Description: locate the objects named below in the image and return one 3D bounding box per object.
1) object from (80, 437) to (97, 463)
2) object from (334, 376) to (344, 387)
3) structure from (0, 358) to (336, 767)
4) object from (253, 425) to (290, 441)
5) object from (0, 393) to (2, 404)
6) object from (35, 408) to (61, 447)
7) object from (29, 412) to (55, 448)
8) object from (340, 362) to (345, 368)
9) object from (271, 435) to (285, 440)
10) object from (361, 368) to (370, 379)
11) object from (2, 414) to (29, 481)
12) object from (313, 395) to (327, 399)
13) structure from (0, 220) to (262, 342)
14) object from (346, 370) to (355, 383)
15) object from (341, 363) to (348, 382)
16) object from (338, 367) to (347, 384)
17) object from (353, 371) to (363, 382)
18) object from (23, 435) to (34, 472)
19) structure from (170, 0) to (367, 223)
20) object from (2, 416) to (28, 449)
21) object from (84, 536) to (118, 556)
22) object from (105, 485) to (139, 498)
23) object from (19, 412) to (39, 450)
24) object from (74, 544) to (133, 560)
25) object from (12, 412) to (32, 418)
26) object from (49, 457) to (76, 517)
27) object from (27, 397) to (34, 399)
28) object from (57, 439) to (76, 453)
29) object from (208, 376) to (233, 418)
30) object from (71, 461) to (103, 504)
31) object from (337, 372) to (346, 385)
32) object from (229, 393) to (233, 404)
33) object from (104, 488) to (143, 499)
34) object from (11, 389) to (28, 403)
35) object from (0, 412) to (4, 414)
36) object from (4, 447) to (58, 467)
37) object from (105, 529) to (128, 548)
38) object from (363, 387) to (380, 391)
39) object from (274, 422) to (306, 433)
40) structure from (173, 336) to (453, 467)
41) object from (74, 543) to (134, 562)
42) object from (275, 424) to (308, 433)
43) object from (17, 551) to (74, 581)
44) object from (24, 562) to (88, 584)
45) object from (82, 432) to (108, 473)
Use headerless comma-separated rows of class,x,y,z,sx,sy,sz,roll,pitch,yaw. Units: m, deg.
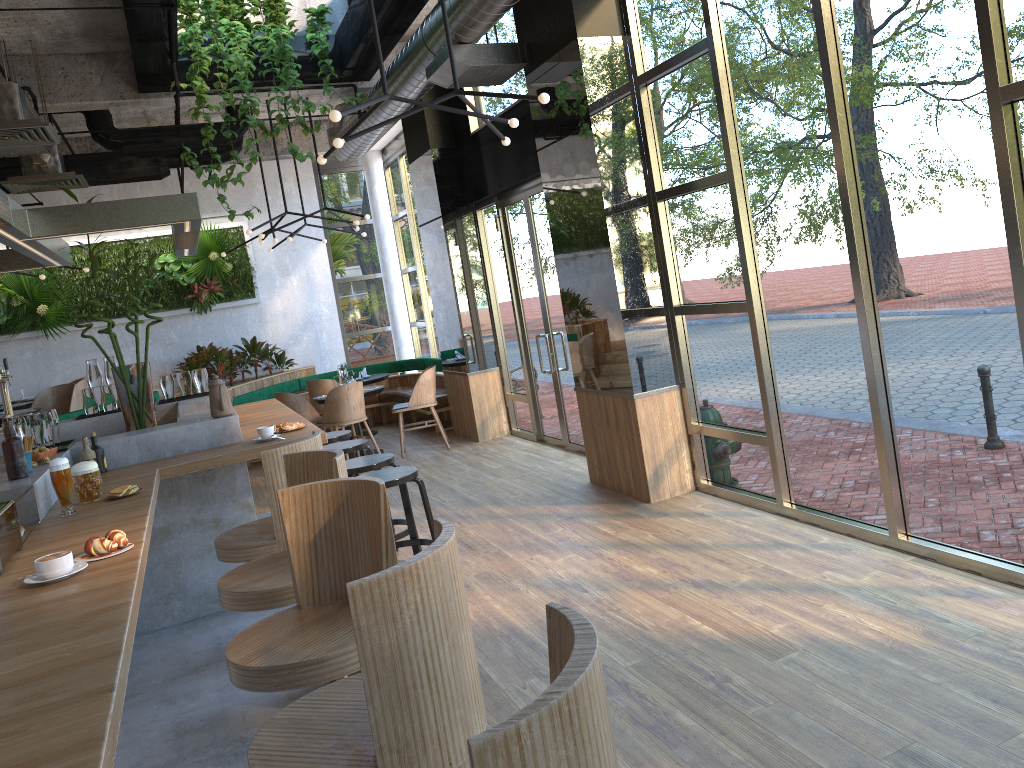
object,-2.142,0.370,4.486,0.067,0.209,0.074,-7,4,36
object,-1.967,0.010,10.107,0.110,0.208,0.102,-11,4,-22
structure,-3.492,1.048,3.004,6.082,1.722,6.882,-12,7,-21
object,-1.283,0.247,4.967,0.178,0.072,0.427,-8,6,15
object,-6.208,0.123,10.725,0.098,0.244,0.088,-12,4,-39
object,-2.482,0.243,4.757,0.102,0.208,0.110,-8,4,23
object,-2.402,0.253,4.551,0.102,0.208,0.110,-8,4,23
object,-2.240,-0.162,11.850,0.098,0.244,0.088,-12,4,-39
object,-1.256,0.287,4.768,0.129,0.027,0.031,-3,8,46
object,-2.014,-0.138,11.844,0.245,0.138,0.221,-13,7,-38
object,-2.098,0.262,3.731,0.073,0.275,0.077,-9,3,14
object,-2.120,0.135,10.076,0.269,0.019,0.150,-14,8,-37
structure,-5.932,-1.291,11.467,5.266,1.486,0.782,-12,4,-25
object,-1.825,-0.028,10.073,0.088,0.244,0.097,-7,4,36
object,-2.183,-0.142,11.600,0.098,0.244,0.088,-12,4,-39
object,-2.181,-0.107,11.450,0.103,0.208,0.108,-9,4,13
object,-1.769,-0.036,10.232,0.102,0.208,0.109,-8,4,18
object,-2.141,0.310,3.887,0.106,0.161,0.105,-8,4,13
structure,-2.509,-2.630,7.852,1.571,2.335,3.066,-8,5,16
object,-2.507,0.277,4.496,0.102,0.208,0.110,-8,4,23
object,-1.290,0.502,2.760,0.125,0.059,0.073,-5,7,37
object,-1.657,0.457,3.778,0.095,0.041,0.145,-8,6,13
object,-2.501,0.260,4.634,0.103,0.208,0.108,-9,4,13
object,-1.273,0.525,2.775,0.119,0.005,0.124,-7,7,18
object,-2.586,0.264,4.723,0.102,0.208,0.110,-8,4,23
object,-1.789,0.409,3.539,0.073,0.231,0.076,-9,3,11
object,-6.049,0.186,10.959,0.265,0.019,0.152,-12,7,-22
object,-2.459,0.348,4.646,0.284,0.018,0.422,-12,7,-21
object,-1.649,0.067,5.013,0.204,0.233,0.124,-6,5,36
object,-1.801,0.416,3.765,0.116,0.171,0.132,-11,5,-28
object,-1.912,-0.006,10.009,0.097,0.244,0.089,-11,4,-28
object,-1.688,0.109,5.205,0.102,0.119,0.085,-10,4,-13
object,-1.653,0.471,3.781,0.142,0.013,0.158,-4,8,39
object,-5.982,0.147,10.718,0.245,0.138,0.221,-13,7,-38
object,-4.975,0.296,8.462,0.265,0.019,0.152,-12,7,-22
object,-2.229,0.342,4.117,0.196,0.072,0.225,-9,6,-1
object,-1.246,0.491,2.795,0.063,0.059,0.071,-12,6,-31
object,-1.644,0.055,10.102,0.246,0.019,0.164,-6,7,23
object,-1.293,0.243,5.113,0.157,0.052,0.159,-7,7,23
structure,-0.942,0.709,3.205,6.276,1.541,19.427,-11,7,-20
object,-1.272,0.527,2.771,0.170,0.005,0.164,-10,6,-10
object,-1.284,0.261,5.109,0.201,0.013,0.212,-8,7,14
object,-1.334,0.527,2.545,0.139,0.063,0.106,-14,7,-42
object,-1.309,0.551,2.554,0.167,0.020,0.154,-12,7,-25
object,-2.159,0.363,4.556,0.070,0.214,0.165,-9,4,6
